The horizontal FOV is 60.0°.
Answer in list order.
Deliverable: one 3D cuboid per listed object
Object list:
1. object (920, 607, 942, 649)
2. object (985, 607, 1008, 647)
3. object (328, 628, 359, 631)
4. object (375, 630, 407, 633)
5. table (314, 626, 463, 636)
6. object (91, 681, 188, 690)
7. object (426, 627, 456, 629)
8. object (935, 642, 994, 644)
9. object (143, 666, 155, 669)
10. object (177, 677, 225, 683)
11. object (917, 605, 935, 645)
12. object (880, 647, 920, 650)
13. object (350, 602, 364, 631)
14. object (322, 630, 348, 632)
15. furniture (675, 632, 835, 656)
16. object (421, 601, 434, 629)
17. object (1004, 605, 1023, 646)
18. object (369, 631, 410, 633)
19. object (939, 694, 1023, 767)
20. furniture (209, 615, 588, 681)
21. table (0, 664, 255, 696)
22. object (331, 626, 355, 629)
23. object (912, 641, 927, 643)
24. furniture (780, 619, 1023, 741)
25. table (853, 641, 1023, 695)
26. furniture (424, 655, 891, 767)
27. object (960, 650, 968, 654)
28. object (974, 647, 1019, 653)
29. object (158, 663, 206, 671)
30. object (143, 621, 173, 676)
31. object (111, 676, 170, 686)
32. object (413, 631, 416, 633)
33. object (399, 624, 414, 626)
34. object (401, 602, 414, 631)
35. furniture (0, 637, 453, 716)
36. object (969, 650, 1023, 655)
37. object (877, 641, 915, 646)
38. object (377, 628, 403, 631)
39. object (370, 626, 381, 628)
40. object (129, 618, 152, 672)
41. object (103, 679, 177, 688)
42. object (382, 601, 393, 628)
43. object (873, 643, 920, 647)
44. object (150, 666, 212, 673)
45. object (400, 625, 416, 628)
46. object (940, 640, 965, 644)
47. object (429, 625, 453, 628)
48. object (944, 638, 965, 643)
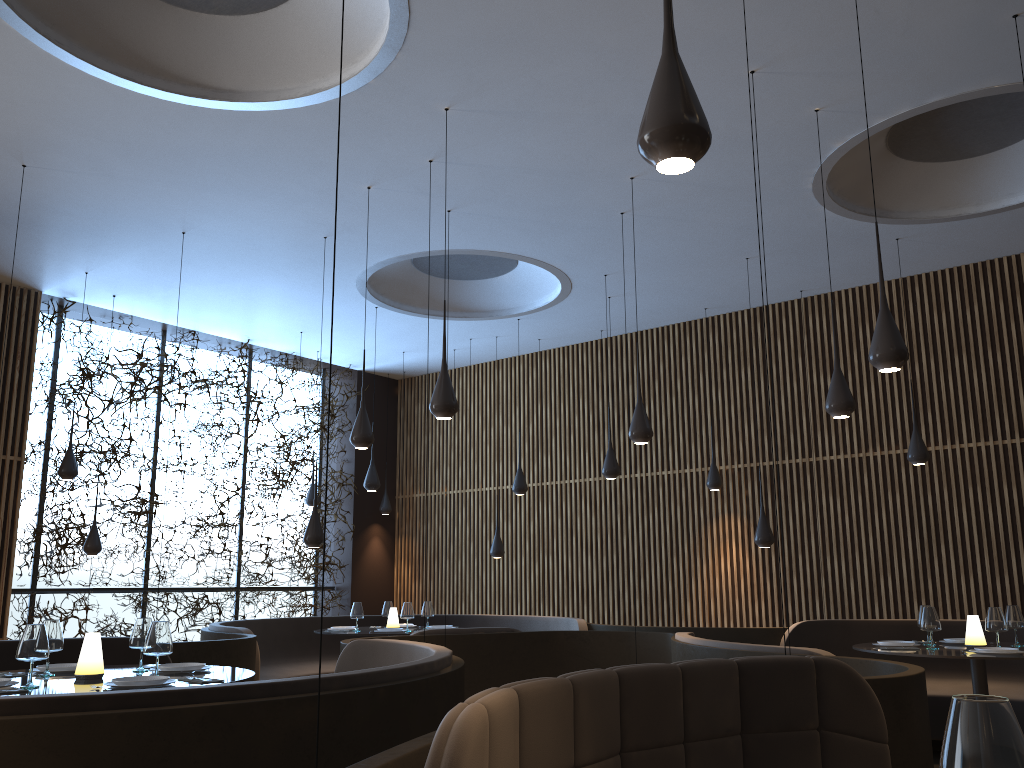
[{"bbox_3d":[3.014,1.756,6.382,0.142,0.294,0.142,-6,-13,25],"label":"object"},{"bbox_3d":[3.396,1.715,6.212,0.142,0.294,0.142,5,-13,-24],"label":"object"},{"bbox_3d":[-1.814,2.636,9.525,0.332,0.014,0.333,-9,-15,34],"label":"object"},{"bbox_3d":[-1.243,2.527,9.058,0.332,0.014,0.333,-6,-14,23],"label":"object"},{"bbox_3d":[-1.285,3.157,9.491,1.672,1.019,1.681,0,-12,-1],"label":"table"},{"bbox_3d":[-1.802,1.451,4.290,0.205,0.012,0.412,-11,-16,38],"label":"object"},{"bbox_3d":[-0.773,2.654,9.634,0.332,0.014,0.333,-6,-14,22],"label":"object"},{"bbox_3d":[3.505,2.007,6.884,0.411,0.012,0.205,-5,-14,20],"label":"object"},{"bbox_3d":[-2.060,1.679,5.262,0.262,0.017,0.127,11,-17,-40],"label":"object"},{"bbox_3d":[-1.578,1.502,4.495,0.262,0.017,0.127,-12,-17,42],"label":"object"},{"bbox_3d":[3.198,1.855,6.826,0.142,0.294,0.142,4,-12,-21],"label":"object"},{"bbox_3d":[2.774,1.895,6.341,0.262,0.017,0.127,-4,-13,15],"label":"object"},{"bbox_3d":[-1.642,2.467,9.398,0.142,0.294,0.142,-8,-14,32],"label":"object"},{"bbox_3d":[-1.831,2.576,9.227,0.262,0.017,0.127,0,-13,0],"label":"object"},{"bbox_3d":[1.693,2.278,6.056,0.900,1.042,2.544,2,-13,-10],"label":"furniture"},{"bbox_3d":[-0.936,2.559,9.825,0.142,0.294,0.142,1,-12,-9],"label":"object"},{"bbox_3d":[3.753,1.805,6.618,0.142,0.294,0.142,3,-12,-15],"label":"object"},{"bbox_3d":[-1.247,2.528,9.057,0.410,0.012,0.205,1,-13,-6],"label":"object"},{"bbox_3d":[0.719,0.625,1.332,0.142,0.294,0.142,-9,-14,36],"label":"object"},{"bbox_3d":[-1.142,3.020,9.299,3.884,1.042,3.810,-4,-13,14],"label":"furniture"},{"bbox_3d":[-2.211,2.042,4.542,1.676,1.019,1.677,11,-16,-41],"label":"table"},{"bbox_3d":[-1.814,2.626,9.526,0.263,0.029,0.264,3,-13,-16],"label":"object"},{"bbox_3d":[3.235,2.047,7.025,0.126,0.017,0.263,-6,-14,24],"label":"object"},{"bbox_3d":[4.050,2.360,6.649,1.982,1.042,3.953,4,-13,-20],"label":"furniture"},{"bbox_3d":[3.354,2.406,6.298,1.674,1.019,1.679,-7,-14,27],"label":"table"},{"bbox_3d":[0.649,1.457,2.762,0.933,1.055,2.538,-11,-17,42],"label":"furniture"},{"bbox_3d":[3.218,1.785,5.896,0.411,0.012,0.205,-4,-13,17],"label":"object"},{"bbox_3d":[3.223,1.774,5.897,0.263,0.029,0.264,-7,-14,27],"label":"object"},{"bbox_3d":[-1.876,1.608,5.030,0.263,0.029,0.264,-9,-15,32],"label":"object"},{"bbox_3d":[-1.816,1.369,4.549,0.142,0.294,0.142,-2,-12,9],"label":"object"},{"bbox_3d":[-1.799,1.441,4.296,0.263,0.029,0.264,9,-16,-36],"label":"object"},{"bbox_3d":[-0.940,2.530,9.048,0.126,0.017,0.263,0,-13,-2],"label":"object"},{"bbox_3d":[-1.252,2.756,10.114,0.263,0.029,0.264,-7,-15,29],"label":"object"},{"bbox_3d":[-1.092,2.432,9.258,0.142,0.294,0.142,-7,-13,30],"label":"object"},{"bbox_3d":[-2.260,1.970,4.525,3.881,1.112,3.809,-3,-13,13],"label":"furniture"},{"bbox_3d":[3.223,1.784,5.896,0.332,0.014,0.333,4,-14,-20],"label":"object"},{"bbox_3d":[2.872,1.941,6.625,0.264,0.029,0.264,-13,-18,43],"label":"object"},{"bbox_3d":[-1.243,2.517,9.060,0.264,0.029,0.264,-12,-17,42],"label":"object"},{"bbox_3d":[-1.554,2.771,10.097,0.126,0.017,0.263,1,-13,-6],"label":"object"},{"bbox_3d":[-2.110,1.487,5.061,0.142,0.294,0.142,7,-13,-30],"label":"object"},{"bbox_3d":[-1.799,1.451,4.294,0.332,0.014,0.333,11,-17,-42],"label":"object"},{"bbox_3d":[-1.391,2.591,9.954,0.142,0.294,0.142,-9,-15,37],"label":"object"},{"bbox_3d":[2.872,1.950,6.623,0.332,0.014,0.333,-6,-14,25],"label":"object"},{"bbox_3d":[-1.876,1.617,5.028,0.332,0.014,0.333,8,-15,-33],"label":"object"},{"bbox_3d":[-1.252,2.765,10.112,0.332,0.014,0.333,-9,-16,35],"label":"object"},{"bbox_3d":[3.500,2.006,6.886,0.332,0.014,0.333,3,-13,-13],"label":"object"},{"bbox_3d":[-0.773,2.645,9.636,0.263,0.029,0.264,-7,-14,25],"label":"object"},{"bbox_3d":[3.500,1.997,6.888,0.263,0.029,0.264,3,-13,-16],"label":"object"}]
